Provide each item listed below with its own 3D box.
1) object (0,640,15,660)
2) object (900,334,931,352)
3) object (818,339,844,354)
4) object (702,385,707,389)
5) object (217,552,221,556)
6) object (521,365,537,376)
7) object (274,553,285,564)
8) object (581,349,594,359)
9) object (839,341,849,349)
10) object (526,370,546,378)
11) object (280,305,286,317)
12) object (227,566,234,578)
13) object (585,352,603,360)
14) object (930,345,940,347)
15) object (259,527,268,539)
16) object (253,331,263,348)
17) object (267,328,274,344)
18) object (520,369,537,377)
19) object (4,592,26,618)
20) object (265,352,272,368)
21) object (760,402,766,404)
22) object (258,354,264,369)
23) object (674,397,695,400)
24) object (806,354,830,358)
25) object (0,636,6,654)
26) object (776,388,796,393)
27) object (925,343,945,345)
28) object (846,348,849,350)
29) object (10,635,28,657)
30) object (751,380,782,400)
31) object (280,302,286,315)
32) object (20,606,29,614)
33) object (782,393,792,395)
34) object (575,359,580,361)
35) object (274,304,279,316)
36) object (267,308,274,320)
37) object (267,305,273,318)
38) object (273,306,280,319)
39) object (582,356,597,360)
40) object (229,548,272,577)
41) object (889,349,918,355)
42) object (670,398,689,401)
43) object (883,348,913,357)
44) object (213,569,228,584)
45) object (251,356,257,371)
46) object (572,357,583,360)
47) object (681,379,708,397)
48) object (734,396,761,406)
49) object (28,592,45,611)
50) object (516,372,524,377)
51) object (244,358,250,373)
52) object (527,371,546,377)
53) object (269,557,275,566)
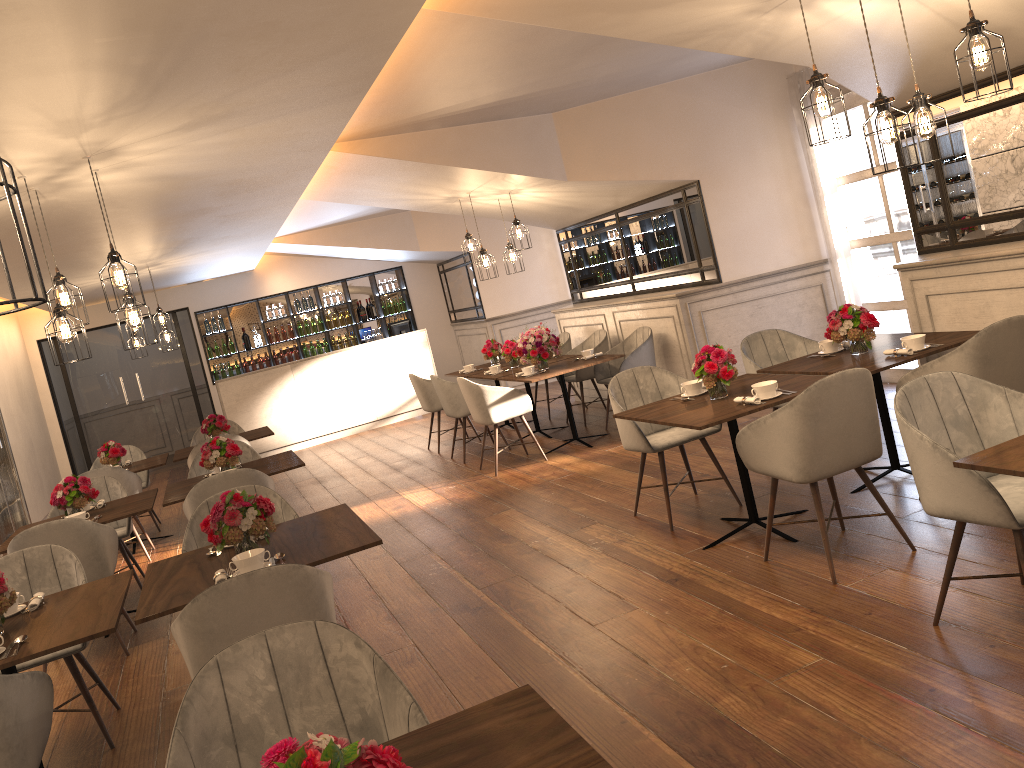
[{"bbox_3d":[-1.755,0.926,3.088,0.022,0.004,0.211,-16,7,-18],"label":"object"},{"bbox_3d":[2.094,-0.211,4.609,0.147,0.072,0.149,-9,7,38],"label":"object"},{"bbox_3d":[1.858,-0.218,5.171,0.147,0.072,0.149,-9,7,38],"label":"object"},{"bbox_3d":[1.103,0.012,4.897,0.056,0.039,0.175,-15,6,-19],"label":"object"},{"bbox_3d":[-1.277,0.723,3.852,0.022,0.004,0.211,-16,7,-18],"label":"object"},{"bbox_3d":[0.149,-0.114,7.829,0.147,0.072,0.149,-11,6,23],"label":"object"},{"bbox_3d":[-0.882,0.675,3.397,0.043,0.015,0.197,-16,7,-22],"label":"object"},{"bbox_3d":[0.693,-0.272,8.064,0.147,0.072,0.149,-11,6,23],"label":"object"},{"bbox_3d":[1.966,-0.231,5.209,0.056,0.039,0.175,-15,6,-19],"label":"object"},{"bbox_3d":[0.212,-0.088,7.731,0.198,0.015,0.043,-16,7,-23],"label":"object"},{"bbox_3d":[-3.598,-1.147,13.898,0.070,0.189,0.041,-15,4,-20],"label":"object"},{"bbox_3d":[-1.056,0.720,3.323,0.025,0.024,0.192,-15,7,-19],"label":"object"},{"bbox_3d":[0.735,-0.252,7.958,0.176,0.039,0.056,-16,6,-19],"label":"object"},{"bbox_3d":[2.165,-0.198,4.661,0.022,0.004,0.211,-16,7,-18],"label":"object"},{"bbox_3d":[-1.114,0.656,3.940,0.056,0.039,0.175,-15,6,-19],"label":"object"},{"bbox_3d":[-3.965,-0.710,13.786,0.108,0.281,0.109,-12,4,27],"label":"object"},{"bbox_3d":[-3.784,-0.753,13.853,0.066,0.260,0.065,-16,4,-40],"label":"object"},{"bbox_3d":[0.137,-0.096,7.908,0.193,0.024,0.025,-16,5,-19],"label":"object"},{"bbox_3d":[-2.061,0.905,3.597,0.149,0.072,0.147,-19,8,-41],"label":"object"},{"bbox_3d":[-3.814,-0.370,13.832,0.066,0.260,0.065,-16,4,-40],"label":"object"},{"bbox_3d":[1.161,0.076,4.280,0.025,0.024,0.192,-15,7,-19],"label":"object"},{"bbox_3d":[-3.915,-0.341,13.795,0.066,0.260,0.065,-16,4,-40],"label":"object"},{"bbox_3d":[0.941,0.079,4.809,0.022,0.004,0.211,-16,7,-18],"label":"object"},{"bbox_3d":[1.775,-0.163,5.119,0.043,0.015,0.197,-15,7,-15],"label":"object"},{"bbox_3d":[-1.825,0.913,3.035,0.149,0.072,0.147,-19,8,-41],"label":"object"},{"bbox_3d":[1.335,0.031,4.354,0.043,0.015,0.197,-16,7,-22],"label":"object"},{"bbox_3d":[2.198,-0.212,4.666,0.043,0.015,0.197,-16,7,-22],"label":"object"},{"bbox_3d":[1.939,-0.216,5.189,0.025,0.024,0.192,-15,7,-19],"label":"object"},{"bbox_3d":[-1.728,0.913,3.090,0.043,0.015,0.197,-15,7,-15],"label":"object"},{"bbox_3d":[1.231,0.033,4.296,0.147,0.072,0.149,-9,7,38],"label":"object"},{"bbox_3d":[-3.606,-1.183,13.895,0.070,0.208,0.040,-15,4,-19],"label":"object"},{"bbox_3d":[-1.980,0.908,3.616,0.025,0.024,0.192,-15,7,-19],"label":"object"},{"bbox_3d":[1.302,0.046,4.349,0.022,0.004,0.211,-16,7,-18],"label":"object"},{"bbox_3d":[0.651,-0.234,8.131,0.212,0.004,0.022,-16,7,-19],"label":"object"},{"bbox_3d":[-3.698,-1.157,13.862,0.070,0.208,0.040,-15,4,-19],"label":"object"},{"bbox_3d":[-3.782,-1.096,13.831,0.070,0.189,0.041,-15,4,-20],"label":"object"},{"bbox_3d":[-3.790,-1.131,13.829,0.070,0.208,0.040,-15,4,-19],"label":"object"},{"bbox_3d":[-3.690,-1.122,13.864,0.070,0.189,0.041,-15,4,-20],"label":"object"},{"bbox_3d":[0.717,-0.244,7.988,0.193,0.024,0.025,-16,5,-19],"label":"object"},{"bbox_3d":[-0.986,0.676,3.339,0.149,0.072,0.147,-19,8,-41],"label":"object"},{"bbox_3d":[2.024,-0.167,4.593,0.025,0.024,0.192,-15,7,-19],"label":"object"},{"bbox_3d":[0.912,0.081,4.806,0.043,0.015,0.197,-15,7,-15],"label":"object"},{"bbox_3d":[1.994,-0.165,4.572,0.056,0.039,0.175,-15,6,-19],"label":"object"},{"bbox_3d":[-1.086,0.722,3.302,0.056,0.039,0.175,-15,6,-19],"label":"object"},{"bbox_3d":[-4.016,-0.313,13.759,0.066,0.260,0.065,-16,4,-40],"label":"object"},{"bbox_3d":[0.644,-0.242,8.166,0.198,0.015,0.043,-16,7,-23],"label":"object"},{"bbox_3d":[0.995,0.025,4.858,0.147,0.072,0.149,-9,7,38],"label":"object"},{"bbox_3d":[1.131,0.079,4.259,0.056,0.039,0.175,-15,6,-19],"label":"object"},{"bbox_3d":[-1.953,0.892,3.636,0.056,0.039,0.175,-15,6,-19],"label":"object"},{"bbox_3d":[0.115,-0.101,7.937,0.176,0.039,0.056,-16,6,-19],"label":"object"},{"bbox_3d":[-4.117,-0.284,13.722,0.066,0.260,0.065,-16,4,-40],"label":"object"},{"bbox_3d":[0.207,-0.085,7.766,0.212,0.004,0.022,-16,7,-19],"label":"object"},{"bbox_3d":[-0.916,0.689,3.392,0.022,0.004,0.211,-16,7,-18],"label":"object"}]
